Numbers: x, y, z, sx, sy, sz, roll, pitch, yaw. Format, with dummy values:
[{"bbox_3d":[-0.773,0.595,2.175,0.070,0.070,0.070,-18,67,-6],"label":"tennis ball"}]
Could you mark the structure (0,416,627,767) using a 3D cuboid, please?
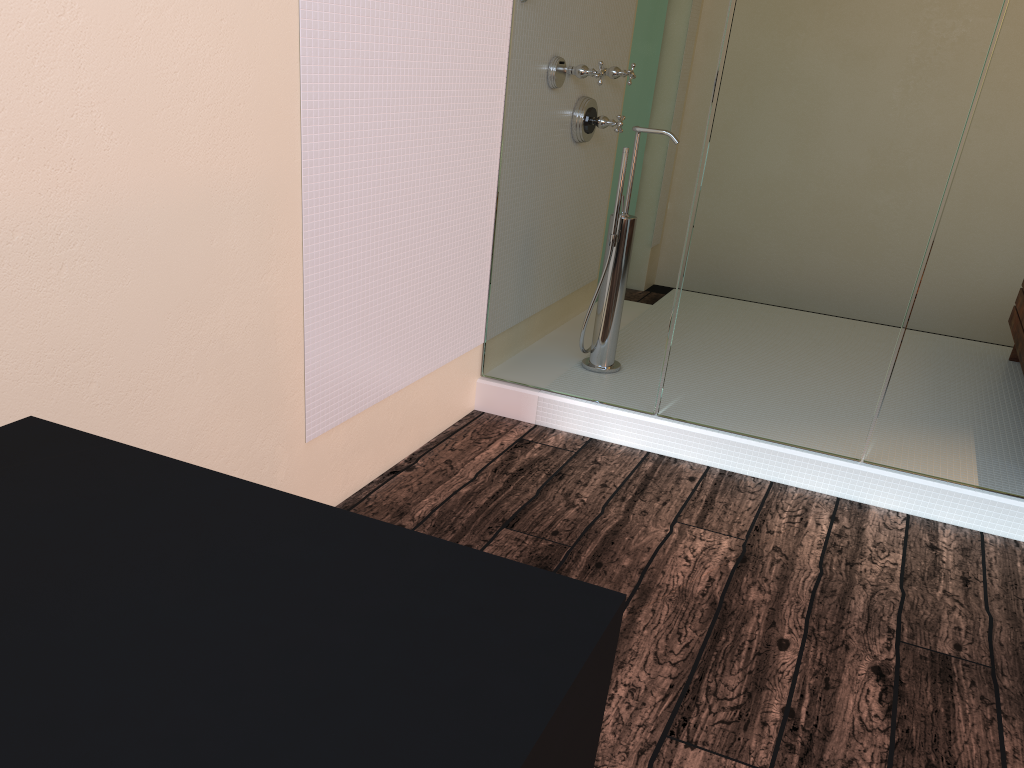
[{"bbox_3d":[-0.466,0.671,0.812,0.798,0.874,0.859,15,25,20],"label":"structure"}]
